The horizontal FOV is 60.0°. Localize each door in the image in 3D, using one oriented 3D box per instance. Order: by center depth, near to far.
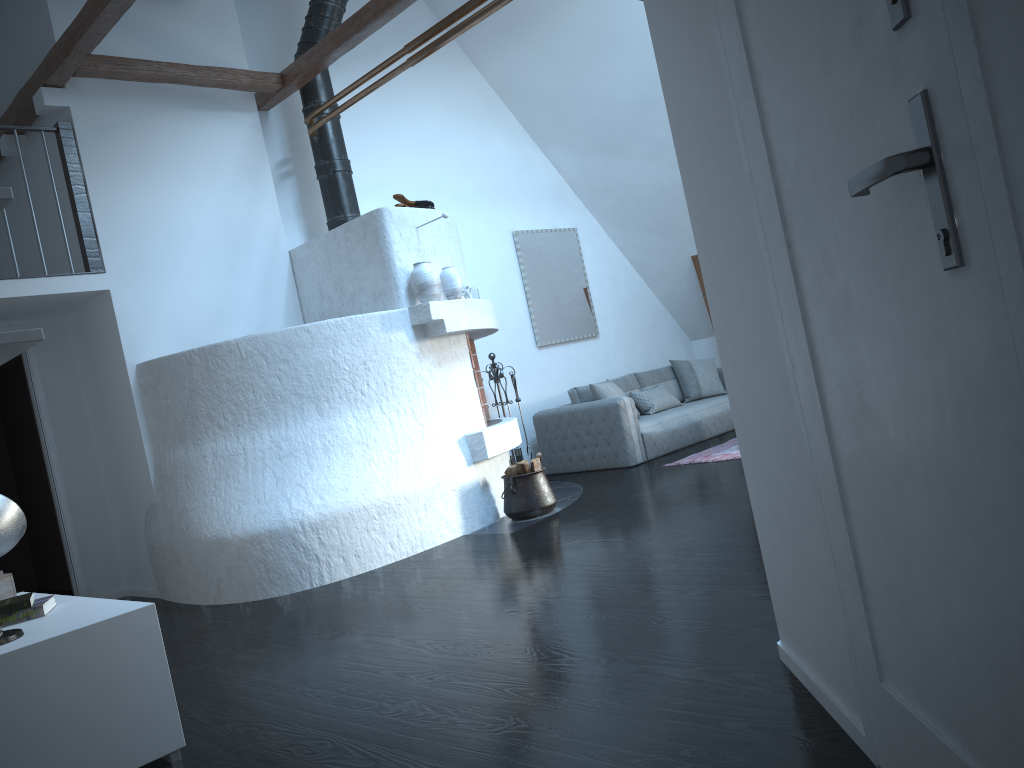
[{"bbox_3d":[0.561,-0.203,1.417,0.170,2.074,0.974,-12,0,2],"label":"door"},{"bbox_3d":[-3.643,0.678,5.746,0.698,2.074,1.433,-12,0,5],"label":"door"}]

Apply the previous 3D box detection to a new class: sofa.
[{"bbox_3d":[1.428,0.238,8.884,2.458,0.770,1.107,-13,0,-44],"label":"sofa"}]

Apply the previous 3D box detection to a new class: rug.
[{"bbox_3d":[2.647,0.365,7.654,2.647,0.029,1.512,-13,0,-44],"label":"rug"}]

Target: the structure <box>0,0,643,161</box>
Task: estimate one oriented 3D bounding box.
[{"bbox_3d":[1.422,-3.185,3.292,10.230,3.562,15.910,-12,0,-39],"label":"structure"}]

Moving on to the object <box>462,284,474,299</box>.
[{"bbox_3d":[-0.340,-0.671,6.480,0.161,0.114,0.064,-12,0,-42],"label":"object"}]

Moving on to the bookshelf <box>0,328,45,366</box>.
[{"bbox_3d":[-2.109,-0.012,3.087,0.478,0.038,1.471,-13,0,-44],"label":"bookshelf"}]

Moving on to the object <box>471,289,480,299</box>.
[{"bbox_3d":[-0.318,-0.716,7.595,0.092,0.180,0.092,-12,0,-16],"label":"object"}]

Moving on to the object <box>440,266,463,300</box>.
[{"bbox_3d":[-0.427,-0.698,6.311,0.158,0.274,0.158,-12,0,-5],"label":"object"}]

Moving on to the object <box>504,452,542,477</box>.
[{"bbox_3d":[0.098,0.694,6.239,0.240,0.370,0.270,-13,0,-45],"label":"object"}]

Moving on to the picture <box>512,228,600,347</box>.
[{"bbox_3d":[0.475,-1.030,9.232,0.965,1.185,0.025,-13,0,-44],"label":"picture"}]

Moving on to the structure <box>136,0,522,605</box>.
[{"bbox_3d":[-1.736,-1.069,7.019,3.058,4.752,3.049,-12,0,-36],"label":"structure"}]

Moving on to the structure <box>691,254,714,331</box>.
[{"bbox_3d":[6.701,-1.481,5.654,1.023,1.963,12.350,-13,0,-44],"label":"structure"}]

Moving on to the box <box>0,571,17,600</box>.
[{"bbox_3d":[-2.132,0.833,3.439,0.441,0.150,0.258,-12,0,41],"label":"box"}]

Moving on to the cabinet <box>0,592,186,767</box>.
[{"bbox_3d":[-1.801,1.100,3.159,0.638,0.507,1.469,-13,0,-44],"label":"cabinet"}]

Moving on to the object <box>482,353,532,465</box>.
[{"bbox_3d":[-0.058,0.324,8.044,0.376,1.245,0.376,-12,0,26],"label":"object"}]

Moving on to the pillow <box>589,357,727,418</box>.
[{"bbox_3d":[1.471,0.048,8.828,2.075,0.515,0.444,-13,0,-44],"label":"pillow"}]

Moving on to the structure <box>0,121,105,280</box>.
[{"bbox_3d":[-3.062,-0.042,5.054,1.897,3.267,0.781,-13,0,-44],"label":"structure"}]

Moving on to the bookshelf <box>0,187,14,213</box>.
[{"bbox_3d":[-2.203,-0.444,3.084,0.478,0.038,1.471,-13,0,-44],"label":"bookshelf"}]

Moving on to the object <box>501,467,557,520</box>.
[{"bbox_3d":[0.112,0.775,6.261,0.384,0.313,0.384,-12,0,-18],"label":"object"}]

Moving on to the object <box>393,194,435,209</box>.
[{"bbox_3d":[-0.721,-1.304,6.598,0.311,0.094,0.783,-12,0,31],"label":"object"}]

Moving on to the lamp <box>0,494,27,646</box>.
[{"bbox_3d":[-1.685,0.571,2.775,0.259,0.481,0.303,-12,0,8],"label":"lamp"}]

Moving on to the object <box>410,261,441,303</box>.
[{"bbox_3d":[-0.589,-0.682,6.106,0.203,0.314,0.203,-12,0,30],"label":"object"}]

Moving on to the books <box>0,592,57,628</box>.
[{"bbox_3d":[-2.039,0.062,3.162,1.387,1.622,0.393,-12,0,41],"label":"books"}]
